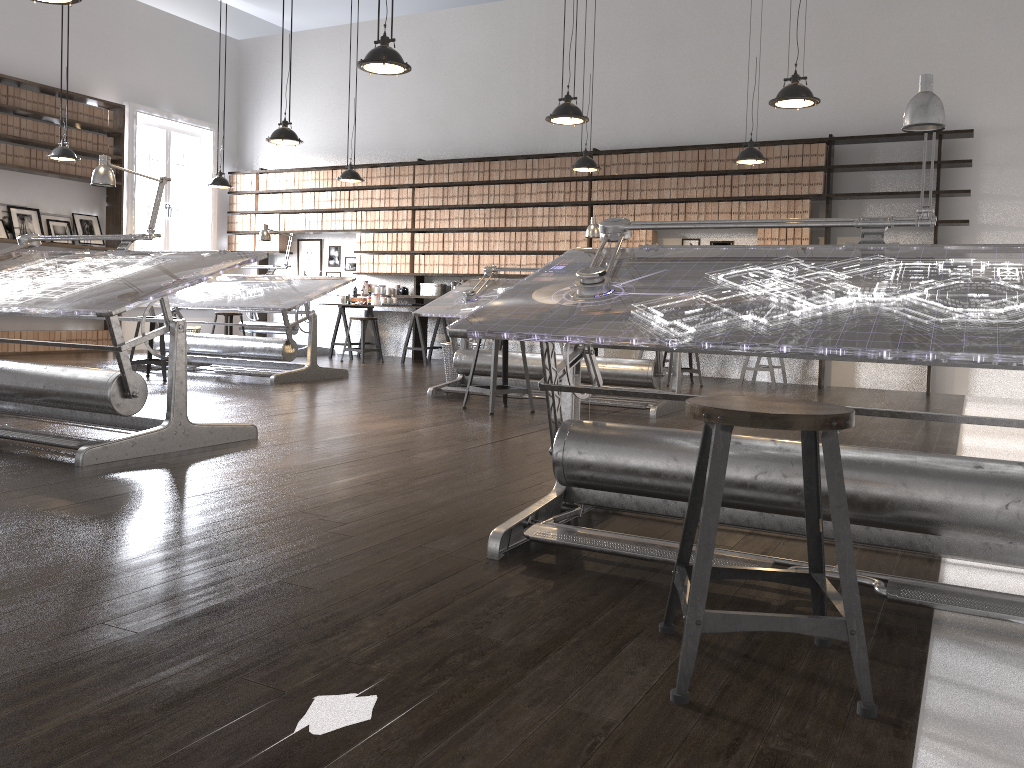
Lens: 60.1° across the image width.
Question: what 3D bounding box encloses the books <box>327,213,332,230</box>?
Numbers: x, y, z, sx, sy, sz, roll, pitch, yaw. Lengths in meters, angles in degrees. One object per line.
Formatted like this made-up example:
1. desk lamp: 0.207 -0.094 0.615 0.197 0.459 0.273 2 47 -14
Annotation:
1. books: -2.338 -2.111 11.565 0.067 0.225 0.174 3 3 28

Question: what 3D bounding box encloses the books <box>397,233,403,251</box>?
1. books: -1.354 -1.766 11.061 0.067 0.225 0.175 3 3 27

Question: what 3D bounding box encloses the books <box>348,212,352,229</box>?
1. books: -2.037 -2.088 11.409 0.067 0.225 0.175 3 3 27

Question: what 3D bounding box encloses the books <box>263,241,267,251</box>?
1. books: -3.303 -1.916 12.077 0.067 0.225 0.175 3 3 27

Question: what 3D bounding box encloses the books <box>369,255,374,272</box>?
1. books: -1.739 -1.525 11.261 0.067 0.225 0.175 3 3 27

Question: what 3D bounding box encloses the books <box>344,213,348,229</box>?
1. books: -2.092 -2.093 11.440 0.067 0.225 0.175 3 3 27

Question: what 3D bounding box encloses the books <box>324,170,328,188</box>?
1. books: -2.381 -2.667 11.583 0.067 0.225 0.175 3 3 27

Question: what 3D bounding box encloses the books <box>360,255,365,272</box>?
1. books: -1.857 -1.534 11.327 0.067 0.225 0.175 3 3 28

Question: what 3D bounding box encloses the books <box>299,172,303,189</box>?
1. books: -2.747 -2.695 11.773 0.067 0.225 0.175 3 3 27

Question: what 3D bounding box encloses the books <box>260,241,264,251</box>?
1. books: -3.359 -1.920 12.105 0.067 0.225 0.175 3 3 27

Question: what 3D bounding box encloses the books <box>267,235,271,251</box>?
1. books: -3.246 -1.911 12.042 0.067 0.225 0.175 3 3 28

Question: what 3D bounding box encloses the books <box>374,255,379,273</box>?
1. books: -1.675 -1.520 11.232 0.067 0.225 0.175 3 3 28

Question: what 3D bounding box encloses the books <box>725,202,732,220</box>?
1. books: 2.258 -1.763 9.162 0.067 0.225 0.175 3 3 27

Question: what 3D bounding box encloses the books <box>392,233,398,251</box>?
1. books: -1.422 -1.771 11.091 0.067 0.225 0.175 3 3 28

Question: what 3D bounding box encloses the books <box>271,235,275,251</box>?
1. books: -3.181 -1.907 12.016 0.067 0.225 0.174 3 3 28

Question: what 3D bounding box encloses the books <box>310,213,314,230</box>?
1. books: -2.590 -2.131 11.699 0.067 0.225 0.175 3 3 27

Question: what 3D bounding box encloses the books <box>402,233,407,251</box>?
1. books: -1.288 -1.761 11.024 0.067 0.225 0.175 3 3 28

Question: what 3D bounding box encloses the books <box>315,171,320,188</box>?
1. books: -2.498 -2.675 11.637 0.067 0.225 0.175 3 3 27

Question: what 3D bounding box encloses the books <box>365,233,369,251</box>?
1. books: -1.794 -1.800 11.289 0.067 0.225 0.175 3 3 28

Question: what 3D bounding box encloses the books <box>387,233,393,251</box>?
1. books: -1.486 -1.776 11.130 0.067 0.225 0.175 3 3 27

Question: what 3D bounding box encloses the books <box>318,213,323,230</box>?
1. books: -2.467 -2.121 11.632 0.067 0.225 0.175 3 3 27

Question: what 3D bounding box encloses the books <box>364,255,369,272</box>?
1. books: -1.802 -1.529 11.296 0.067 0.225 0.175 3 3 28

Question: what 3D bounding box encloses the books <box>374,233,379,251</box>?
1. books: -1.675 -1.791 11.228 0.067 0.225 0.175 3 3 28

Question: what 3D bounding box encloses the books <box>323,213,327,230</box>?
1. books: -2.398 -2.116 11.602 0.067 0.225 0.175 3 3 28

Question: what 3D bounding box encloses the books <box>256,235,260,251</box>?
1. books: -3.425 -1.925 12.137 0.067 0.225 0.175 3 3 28

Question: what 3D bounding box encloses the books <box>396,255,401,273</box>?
1. books: -1.368 -1.496 11.070 0.067 0.225 0.175 3 3 27

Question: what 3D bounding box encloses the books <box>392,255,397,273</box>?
1. books: -1.426 -1.500 11.096 0.067 0.225 0.175 3 3 28

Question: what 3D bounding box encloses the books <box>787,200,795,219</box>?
1. books: 2.814 -1.721 8.879 0.067 0.225 0.175 3 3 27

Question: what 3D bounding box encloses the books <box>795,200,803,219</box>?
1. books: 2.876 -1.716 8.846 0.067 0.225 0.174 3 3 27

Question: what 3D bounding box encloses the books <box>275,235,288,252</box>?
1. books: -3.120 -1.902 11.982 0.067 0.225 0.175 3 3 28

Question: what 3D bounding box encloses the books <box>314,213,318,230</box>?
1. books: -2.530 -2.127 11.671 0.067 0.225 0.175 3 3 28

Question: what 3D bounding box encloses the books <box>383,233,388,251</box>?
1. books: -1.551 -1.781 11.159 0.067 0.225 0.174 3 3 27

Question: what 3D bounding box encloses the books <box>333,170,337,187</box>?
1. books: -2.249 -2.657 11.514 0.067 0.225 0.175 3 3 27

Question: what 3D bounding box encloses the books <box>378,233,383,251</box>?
1. books: -1.612 -1.786 11.195 0.067 0.225 0.174 3 3 28

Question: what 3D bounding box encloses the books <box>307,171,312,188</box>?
1. books: -2.625 -2.685 11.707 0.067 0.225 0.174 3 3 28

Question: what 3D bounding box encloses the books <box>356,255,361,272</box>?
1. books: -1.918 -1.538 11.354 0.067 0.225 0.175 3 3 27

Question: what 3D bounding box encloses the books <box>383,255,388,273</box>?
1. books: -1.552 -1.510 11.166 0.067 0.225 0.174 3 3 27

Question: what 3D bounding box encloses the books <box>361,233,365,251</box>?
1. books: -1.851 -1.804 11.317 0.067 0.225 0.175 3 3 28

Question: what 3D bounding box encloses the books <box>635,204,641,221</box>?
1. books: 1.396 -1.830 9.616 0.067 0.225 0.175 3 3 28

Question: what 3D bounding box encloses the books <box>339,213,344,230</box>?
1. books: -2.153 -2.097 11.467 0.067 0.225 0.175 3 3 28

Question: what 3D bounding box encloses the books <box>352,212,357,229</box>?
1. books: -1.974 -2.083 11.374 0.067 0.225 0.175 3 3 28

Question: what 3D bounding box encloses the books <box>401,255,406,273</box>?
1. books: -1.308 -1.492 11.042 0.067 0.225 0.175 3 3 28

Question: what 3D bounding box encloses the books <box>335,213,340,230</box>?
1. books: -2.210 -2.102 11.503 0.067 0.225 0.175 3 3 27

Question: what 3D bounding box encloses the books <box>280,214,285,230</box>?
1. books: -3.033 -2.165 11.929 0.067 0.225 0.175 3 3 27

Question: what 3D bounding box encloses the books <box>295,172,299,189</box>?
1. books: -2.812 -2.700 11.802 0.067 0.225 0.175 3 3 28

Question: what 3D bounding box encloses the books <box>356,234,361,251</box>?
1. books: -1.915 -1.809 11.349 0.067 0.225 0.175 3 3 27

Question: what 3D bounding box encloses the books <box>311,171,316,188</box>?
1. books: -2.562 -2.680 11.670 0.067 0.225 0.175 3 3 28

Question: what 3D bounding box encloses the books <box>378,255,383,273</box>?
1. books: -1.612 -1.515 11.201 0.067 0.225 0.174 3 3 28

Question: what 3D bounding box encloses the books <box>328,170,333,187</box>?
1. books: -2.318 -2.662 11.544 0.067 0.225 0.175 3 3 28

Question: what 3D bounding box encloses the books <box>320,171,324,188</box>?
1. books: -2.440 -2.671 11.611 0.067 0.225 0.175 3 3 28

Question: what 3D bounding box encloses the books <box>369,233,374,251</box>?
1. books: -1.737 -1.795 11.254 0.067 0.225 0.175 3 3 27

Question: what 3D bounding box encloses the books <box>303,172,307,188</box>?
1. books: -2.685 -2.690 11.742 0.067 0.225 0.174 3 3 27

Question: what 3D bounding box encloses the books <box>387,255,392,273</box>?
1. books: -1.490 -1.505 11.129 0.067 0.225 0.175 3 3 27

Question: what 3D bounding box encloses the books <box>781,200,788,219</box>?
1. books: 2.751 -1.725 8.905 0.067 0.225 0.175 3 3 28

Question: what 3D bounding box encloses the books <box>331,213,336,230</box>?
1. books: -2.273 -2.107 11.536 0.067 0.225 0.174 3 3 27
